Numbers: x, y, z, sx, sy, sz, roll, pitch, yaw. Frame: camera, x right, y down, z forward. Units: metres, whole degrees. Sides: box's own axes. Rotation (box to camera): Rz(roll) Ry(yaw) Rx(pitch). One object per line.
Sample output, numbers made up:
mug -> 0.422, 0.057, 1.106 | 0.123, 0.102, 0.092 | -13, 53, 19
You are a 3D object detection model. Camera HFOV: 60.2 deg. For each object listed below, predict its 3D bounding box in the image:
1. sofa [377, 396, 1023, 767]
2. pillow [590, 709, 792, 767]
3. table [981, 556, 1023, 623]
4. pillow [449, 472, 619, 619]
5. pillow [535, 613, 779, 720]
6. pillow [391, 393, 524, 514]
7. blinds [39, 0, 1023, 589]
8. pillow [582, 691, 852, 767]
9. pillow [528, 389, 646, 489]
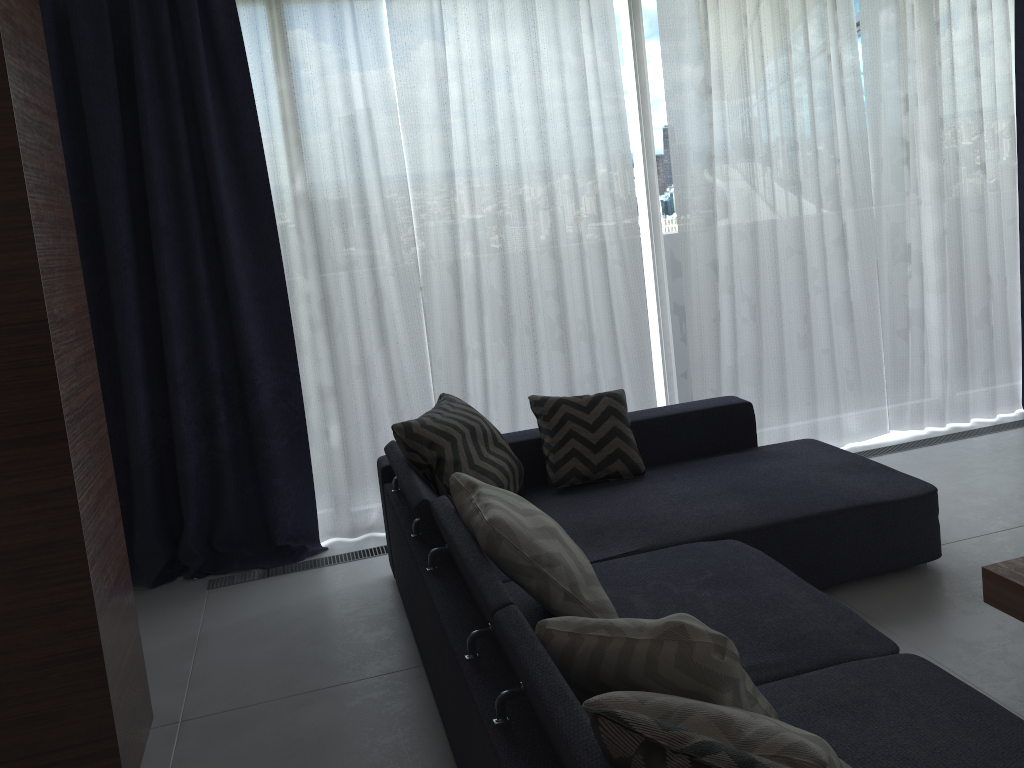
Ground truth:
sofa -> 0.733, 0.566, 2.485 | 1.904, 0.601, 2.900 | -9, 11, -13
pillow -> 0.341, 0.647, 1.251 | 0.223, 0.382, 0.416 | -13, 11, -43
table -> 1.763, 0.653, 2.101 | 0.807, 0.349, 0.808 | -9, 10, -13
pillow -> 0.051, 0.457, 2.403 | 0.343, 0.384, 0.499 | -8, 9, -13
pillow -> 0.286, 0.584, 1.762 | 0.417, 0.347, 0.284 | -1, 9, 29
pillow -> -0.179, 0.329, 3.302 | 0.355, 0.513, 0.606 | -4, 9, 17
blinds -> 1.350, -0.456, 1.759 | 7.149, 2.744, 5.858 | -8, 10, -10
pillow -> 0.384, 0.632, 1.495 | 0.416, 0.291, 0.334 | 1, 11, 38
pillow -> 0.308, 0.210, 3.584 | 0.415, 0.341, 0.289 | -8, 8, -9
